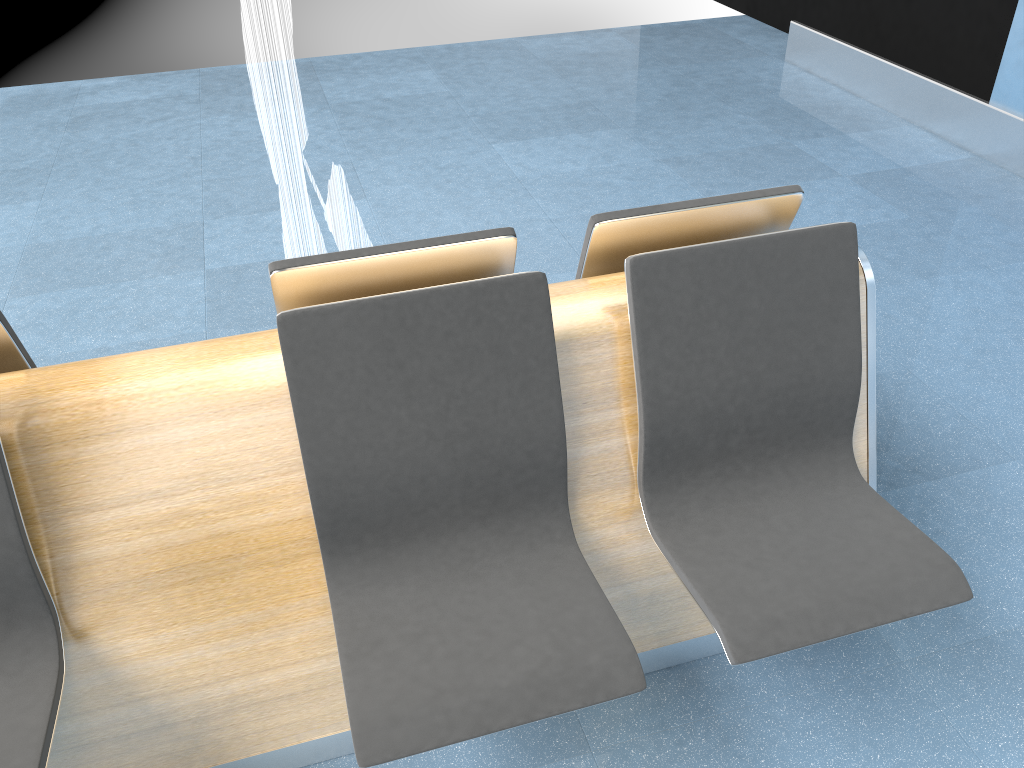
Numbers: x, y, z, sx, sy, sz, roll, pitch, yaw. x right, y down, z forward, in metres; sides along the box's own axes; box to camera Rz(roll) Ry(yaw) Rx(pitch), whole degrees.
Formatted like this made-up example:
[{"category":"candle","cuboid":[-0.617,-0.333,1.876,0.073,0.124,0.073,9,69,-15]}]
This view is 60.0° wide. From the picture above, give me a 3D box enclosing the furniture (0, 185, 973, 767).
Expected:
[{"category":"furniture","cuboid":[-0.342,0.174,1.877,2.281,0.896,1.301,-11,36,-13]}]
